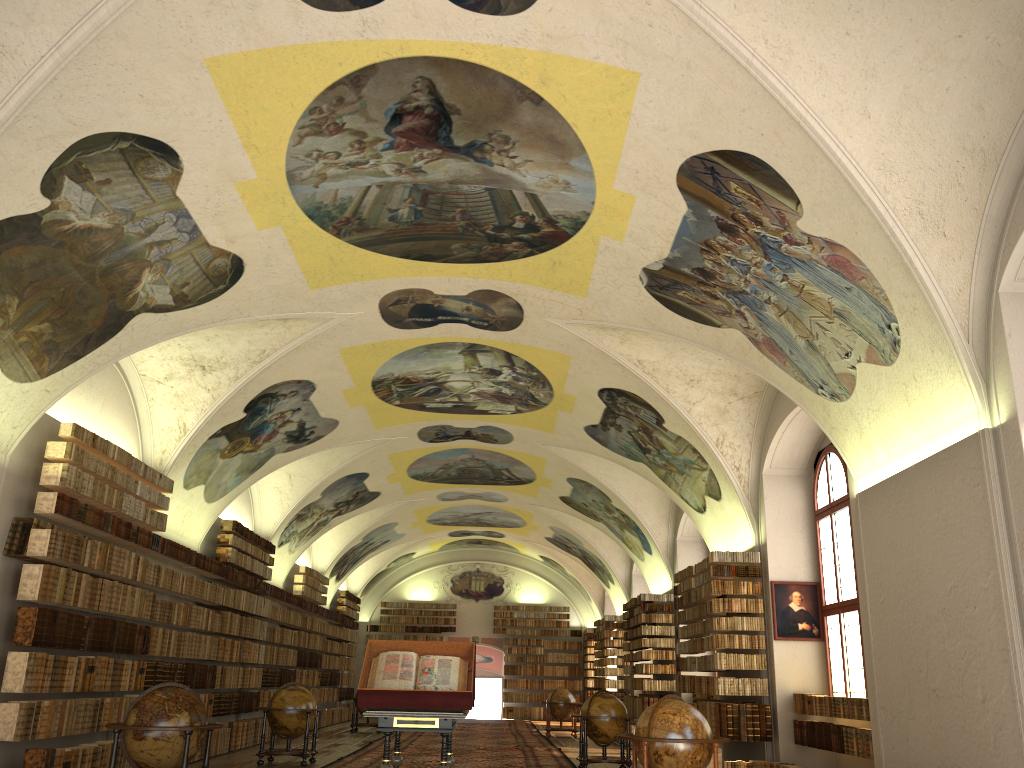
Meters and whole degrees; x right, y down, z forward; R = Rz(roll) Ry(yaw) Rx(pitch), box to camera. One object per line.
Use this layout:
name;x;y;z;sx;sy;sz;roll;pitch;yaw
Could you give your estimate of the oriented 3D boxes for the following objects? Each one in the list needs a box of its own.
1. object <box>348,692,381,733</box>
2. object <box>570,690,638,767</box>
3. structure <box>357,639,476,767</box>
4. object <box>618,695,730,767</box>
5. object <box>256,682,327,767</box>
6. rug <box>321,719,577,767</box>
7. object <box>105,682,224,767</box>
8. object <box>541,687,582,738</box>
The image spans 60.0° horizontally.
object;-4.347;9.812;26.933;1.282;1.440;1.283;-14;-24;39
object;1.723;6.475;16.572;1.282;1.440;1.283;15;-23;-36
structure;-1.084;4.047;10.381;1.245;1.970;1.902;2;-18;-1
object;1.859;4.328;10.181;1.281;1.440;1.284;-12;-22;35
object;-4.117;6.307;16.499;1.281;1.440;1.284;-12;-22;35
rug;-1.160;8.138;19.618;4.704;0.064;37.121;2;-19;-1
object;-3.979;4.161;10.108;1.282;1.440;1.283;15;-23;-36
object;1.500;9.976;26.995;1.282;1.440;1.283;-14;-24;39
